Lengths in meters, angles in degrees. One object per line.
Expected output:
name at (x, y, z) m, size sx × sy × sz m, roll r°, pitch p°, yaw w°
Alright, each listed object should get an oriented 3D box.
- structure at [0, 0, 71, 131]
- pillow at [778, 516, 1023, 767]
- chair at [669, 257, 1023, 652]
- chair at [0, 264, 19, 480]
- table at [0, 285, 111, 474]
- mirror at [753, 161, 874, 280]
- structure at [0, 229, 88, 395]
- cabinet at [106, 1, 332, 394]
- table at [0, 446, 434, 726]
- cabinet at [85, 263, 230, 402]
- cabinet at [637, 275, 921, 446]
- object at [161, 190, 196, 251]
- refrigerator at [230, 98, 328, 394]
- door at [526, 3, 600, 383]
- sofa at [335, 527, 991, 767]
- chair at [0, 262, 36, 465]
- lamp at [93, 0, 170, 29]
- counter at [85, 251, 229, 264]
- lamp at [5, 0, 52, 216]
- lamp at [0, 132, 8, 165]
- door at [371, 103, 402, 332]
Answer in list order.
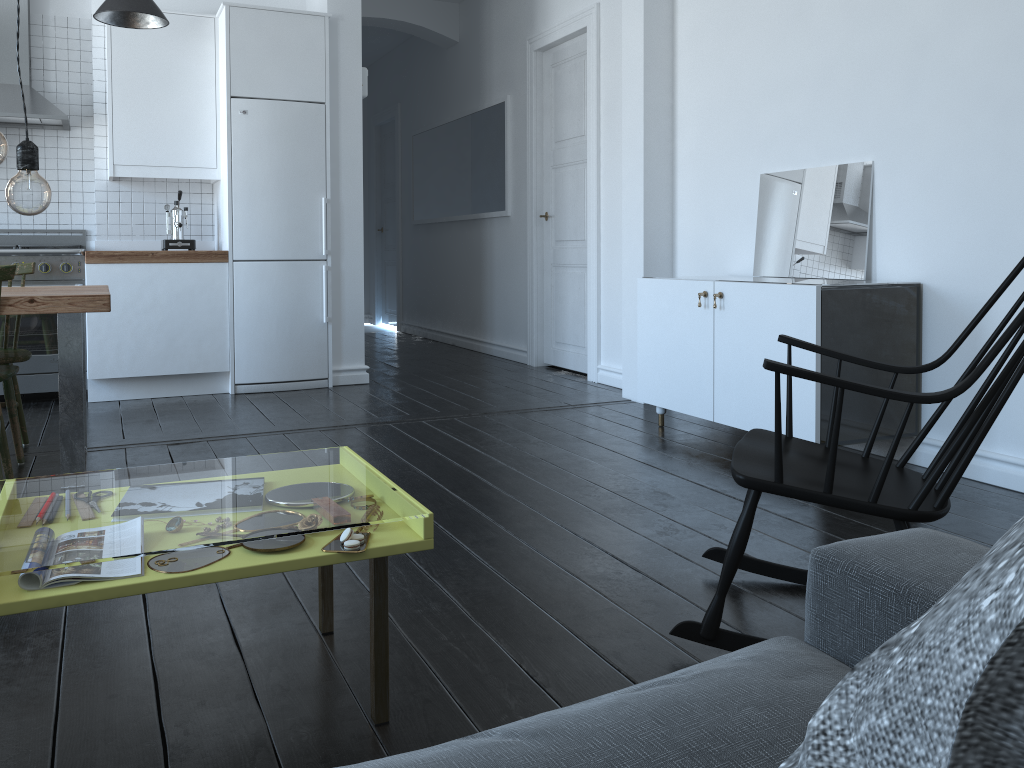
structure at (-3.045, -2.237, 5.326) m, size 0.634 × 1.298 × 0.531 m, roll -2°, pitch 3°, yaw -25°
pillow at (-0.298, 0.240, 0.154) m, size 2.057 × 0.490 × 0.482 m, roll -3°, pitch 6°, yaw -20°
chair at (0.849, 0.061, 1.972) m, size 0.906 × 1.000 × 0.616 m, roll 2°, pitch 4°, yaw 20°
chair at (-1.965, -0.001, 3.053) m, size 0.468 × 0.823 × 0.488 m, roll -2°, pitch 4°, yaw -26°
table at (-2.647, 0.045, 3.126) m, size 2.231 × 0.712 × 1.026 m, roll -4°, pitch 7°, yaw -25°
mirror at (1.358, -0.737, 4.028) m, size 0.054 × 0.499 × 0.701 m, roll -1°, pitch 6°, yaw -25°
structure at (-2.956, -0.433, 5.315) m, size 0.701 × 1.014 × 0.726 m, roll -2°, pitch 4°, yaw -25°
cabinet at (-3.021, -1.095, 5.229) m, size 3.794 × 2.361 × 0.783 m, roll -3°, pitch 3°, yaw -21°
table at (-0.899, 0.434, 1.540) m, size 1.403 × 0.397 × 0.605 m, roll -4°, pitch 7°, yaw -25°
cabinet at (-3.318, -0.303, 5.143) m, size 3.185 × 0.811 × 0.734 m, roll -3°, pitch 5°, yaw -17°
cabinet at (1.104, -0.100, 3.927) m, size 0.591 × 0.730 × 1.210 m, roll -2°, pitch 7°, yaw -25°
object at (-2.094, -1.021, 5.533) m, size 0.206 × 0.368 × 0.355 m, roll -2°, pitch 5°, yaw -25°
refrigerator at (-1.560, -0.893, 5.745) m, size 0.577 × 1.793 × 0.684 m, roll -1°, pitch 3°, yaw -25°
door at (0.382, -1.311, 6.231) m, size 0.116 × 2.463 × 1.046 m, roll -1°, pitch 3°, yaw -25°
sofa at (-0.283, 0.457, 0.286) m, size 2.377 × 0.719 × 1.092 m, roll -4°, pitch 7°, yaw -25°
chair at (-2.279, -0.100, 3.728) m, size 0.468 × 0.823 × 0.488 m, roll -2°, pitch 4°, yaw -26°
lamp at (-2.085, -2.457, 4.809) m, size 0.385 × 0.935 × 0.388 m, roll -1°, pitch 3°, yaw -16°
counter at (-3.302, -0.726, 5.074) m, size 3.105 × 0.073 × 0.853 m, roll -4°, pitch 9°, yaw -25°
lamp at (-0.876, -1.047, 1.561) m, size 0.086 × 1.490 × 0.074 m, roll 1°, pitch 2°, yaw 26°
lamp at (-0.939, -1.126, 1.541) m, size 0.074 × 1.490 × 0.074 m, roll 0°, pitch 2°, yaw 22°
door at (-1.394, -1.872, 10.026) m, size 0.116 × 2.463 × 1.076 m, roll -1°, pitch 3°, yaw -25°
